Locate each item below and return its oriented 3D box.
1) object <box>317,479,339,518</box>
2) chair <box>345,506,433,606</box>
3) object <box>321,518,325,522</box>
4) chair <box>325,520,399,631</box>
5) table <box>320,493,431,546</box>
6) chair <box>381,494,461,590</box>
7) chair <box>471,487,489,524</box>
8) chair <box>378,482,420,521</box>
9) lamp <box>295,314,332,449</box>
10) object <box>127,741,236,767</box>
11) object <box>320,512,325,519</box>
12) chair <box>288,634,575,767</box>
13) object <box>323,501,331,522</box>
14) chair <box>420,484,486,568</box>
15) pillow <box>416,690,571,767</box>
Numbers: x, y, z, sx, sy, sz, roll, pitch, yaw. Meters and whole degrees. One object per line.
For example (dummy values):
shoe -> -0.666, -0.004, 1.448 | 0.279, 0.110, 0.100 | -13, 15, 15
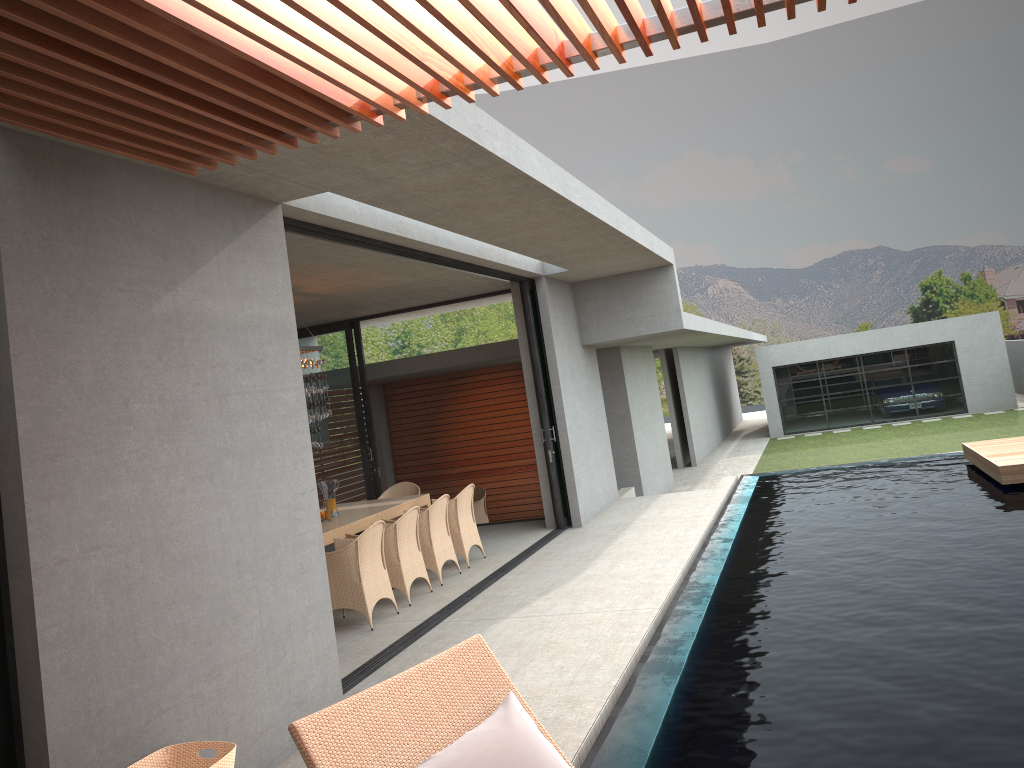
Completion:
object -> -1.965, 1.240, 9.538 | 0.193, 0.389, 0.191 | -8, -4, 0
chair -> -1.152, 1.634, 8.444 | 0.627, 0.869, 0.616 | -10, -4, 18
object -> -2.076, 1.431, 9.230 | 0.310, 0.034, 0.307 | -8, -1, -13
chair -> -1.388, 1.662, 7.744 | 0.627, 0.869, 0.616 | -10, -4, 18
table -> -2.045, 1.828, 9.119 | 1.274, 0.762, 3.256 | -9, -1, 19
chair -> -0.916, 1.606, 9.144 | 0.627, 0.869, 0.616 | -10, -4, 18
chair -> -0.720, 2.234, 14.923 | 0.632, 0.869, 0.611 | -5, -5, -41
chair -> -1.436, 1.705, 11.093 | 0.614, 0.869, 0.629 | -10, -4, 18
lamp -> -2.414, -0.130, 9.465 | 0.615, 1.768, 0.618 | -10, -5, 18
object -> -1.475, 1.795, 3.708 | 0.444, 0.302, 0.679 | -9, -2, 18
object -> -1.995, 1.381, 9.235 | 0.087, 0.087, 0.086 | -9, -3, 9
chair -> 0.626, 1.038, 1.626 | 2.276, 0.833, 0.702 | -9, -3, 37
object -> -2.176, 1.266, 9.057 | 0.322, 0.389, 0.542 | -11, -3, 34
chair -> -0.679, 1.578, 9.843 | 0.627, 0.869, 0.616 | -10, -4, 18
pillow -> 0.014, 1.064, 2.087 | 0.423, 0.430, 0.610 | -11, -3, 36
